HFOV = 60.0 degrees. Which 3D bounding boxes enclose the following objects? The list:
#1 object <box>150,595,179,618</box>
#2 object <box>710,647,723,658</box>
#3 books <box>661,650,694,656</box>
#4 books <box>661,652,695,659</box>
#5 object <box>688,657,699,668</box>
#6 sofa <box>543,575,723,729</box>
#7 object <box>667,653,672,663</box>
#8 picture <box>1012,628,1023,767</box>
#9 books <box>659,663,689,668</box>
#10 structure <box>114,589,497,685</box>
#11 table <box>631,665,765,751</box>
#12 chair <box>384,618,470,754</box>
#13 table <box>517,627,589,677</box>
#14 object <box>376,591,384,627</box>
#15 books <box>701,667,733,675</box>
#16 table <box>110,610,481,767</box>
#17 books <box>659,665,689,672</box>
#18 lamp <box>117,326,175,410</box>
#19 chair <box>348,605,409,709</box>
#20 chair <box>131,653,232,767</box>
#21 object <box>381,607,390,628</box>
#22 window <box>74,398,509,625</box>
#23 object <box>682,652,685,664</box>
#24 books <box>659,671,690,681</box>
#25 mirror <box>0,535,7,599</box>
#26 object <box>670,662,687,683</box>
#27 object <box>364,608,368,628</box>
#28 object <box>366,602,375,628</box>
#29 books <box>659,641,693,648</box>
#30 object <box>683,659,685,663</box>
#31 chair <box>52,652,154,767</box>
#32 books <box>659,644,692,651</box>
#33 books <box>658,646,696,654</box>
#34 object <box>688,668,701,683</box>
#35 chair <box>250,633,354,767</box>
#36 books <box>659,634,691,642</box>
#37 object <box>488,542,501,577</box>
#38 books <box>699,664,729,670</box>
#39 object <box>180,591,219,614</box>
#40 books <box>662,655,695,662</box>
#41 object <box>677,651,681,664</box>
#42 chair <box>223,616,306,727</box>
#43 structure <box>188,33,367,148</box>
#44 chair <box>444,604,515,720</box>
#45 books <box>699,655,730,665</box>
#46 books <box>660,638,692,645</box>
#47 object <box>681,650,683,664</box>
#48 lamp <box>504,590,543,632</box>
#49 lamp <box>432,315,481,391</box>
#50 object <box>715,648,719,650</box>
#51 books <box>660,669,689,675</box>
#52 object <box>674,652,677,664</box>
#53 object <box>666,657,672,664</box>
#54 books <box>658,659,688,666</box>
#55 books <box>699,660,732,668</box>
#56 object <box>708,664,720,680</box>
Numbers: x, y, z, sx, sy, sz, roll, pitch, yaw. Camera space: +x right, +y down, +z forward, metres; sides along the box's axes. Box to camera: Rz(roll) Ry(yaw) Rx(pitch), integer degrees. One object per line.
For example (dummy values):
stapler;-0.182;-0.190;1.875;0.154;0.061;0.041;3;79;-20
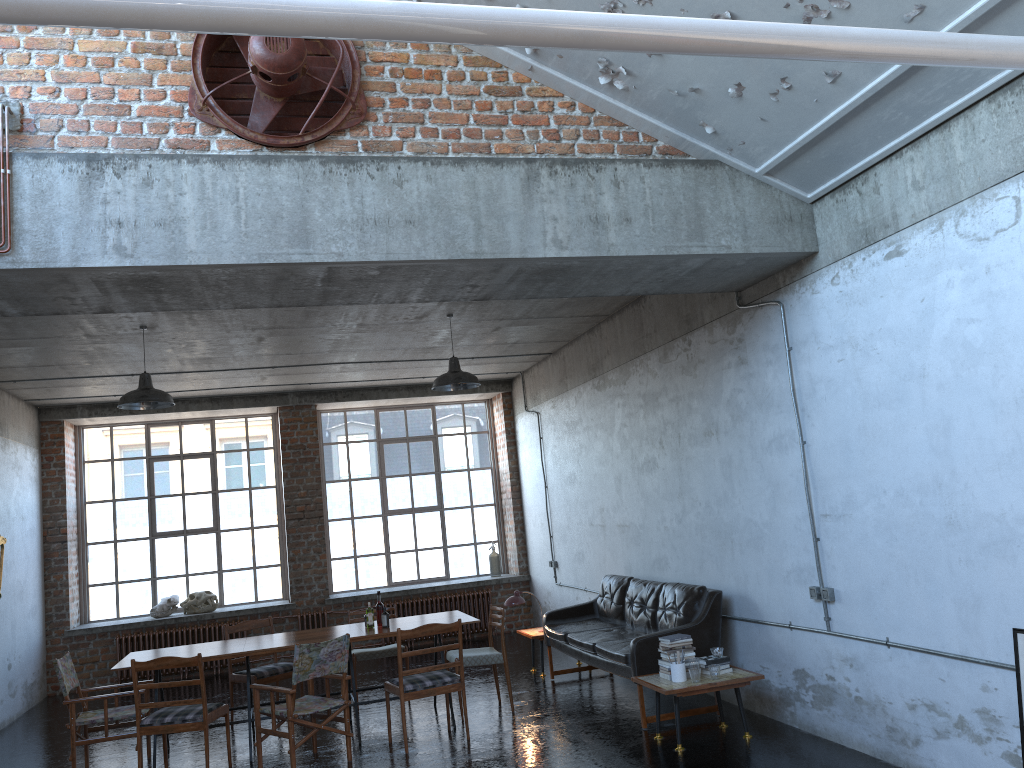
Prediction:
object;-4.958;3.181;12.668;0.281;0.281;0.575;-7;-8;11
object;1.607;2.106;6.945;0.103;0.068;0.103;2;-11;-42
books;1.296;2.097;6.945;0.205;0.022;0.155;-3;-8;-20
books;1.298;2.119;6.948;0.224;0.021;0.158;-3;-8;-15
object;1.390;2.168;6.753;0.087;0.155;0.087;2;-11;-42
sofa;1.082;2.451;8.568;0.929;1.045;2.610;-3;-8;-16
object;1.220;2.151;6.756;0.046;0.202;0.023;-9;-8;20
picture;2.771;1.718;4.207;0.135;0.994;0.889;-3;-8;-15
books;1.300;2.185;6.935;0.255;0.014;0.192;-4;-8;-12
structure;-2.820;3.609;12.719;5.349;0.713;0.232;-3;-8;-15
table;1.438;2.478;6.804;0.811;0.458;0.649;-3;-8;-15
chair;-0.742;2.544;7.545;0.573;1.028;0.509;-2;-9;-26
table;0.548;3.033;10.138;0.811;0.458;0.649;-3;-8;-15
object;-1.248;2.122;8.378;0.075;0.324;0.075;-7;-8;9
books;1.575;2.238;6.937;0.179;0.034;0.243;-1;-9;-32
table;-1.875;2.777;8.103;3.112;0.917;1.067;-3;-8;-15
books;1.296;2.202;6.915;0.249;0.023;0.175;-4;-8;-15
lamp;-3.448;-0.233;8.322;0.502;0.891;0.502;-4;-8;-11
chair;-1.435;2.896;9.449;0.589;0.971;0.577;-3;-8;-16
chair;-2.649;2.676;7.136;0.573;1.028;0.509;-6;-8;4
object;-1.180;2.172;8.255;0.051;0.180;0.097;2;-11;-43
window;0.908;3.275;14.991;19.864;12.900;0.747;-3;-8;-15
object;1.299;2.132;6.756;0.062;0.169;0.009;-3;-8;-16
books;1.300;2.257;6.908;0.248;0.043;0.192;-3;-8;-15
mirror;-5.563;1.998;9.400;0.172;1.182;1.339;-3;-8;-15
object;1.264;2.188;6.733;0.110;0.137;0.110;-3;-8;-15
object;-1.362;2.217;8.411;0.077;0.173;0.077;-1;-9;-30
object;-1.331;2.163;8.307;0.070;0.235;0.041;-3;-8;-16
books;1.288;2.036;6.964;0.209;0.023;0.167;-3;-9;-21
object;1.289;2.163;6.732;0.068;0.159;0.009;-5;-8;-2
chair;-3.491;2.814;7.625;0.713;1.031;0.574;-3;-8;-15
books;1.279;2.057;6.947;0.231;0.023;0.162;-6;-8;0
books;1.289;2.077;6.947;0.244;0.019;0.174;-3;-8;-15
object;1.372;2.182;6.637;0.092;0.099;0.092;0;-10;-38
chair;-1.675;2.568;7.152;0.574;1.031;0.713;2;-11;-45
books;1.278;1.994;6.967;0.201;0.024;0.159;-2;-9;-25
object;-0.279;2.770;14.028;0.172;0.551;0.172;-10;-9;28
books;1.563;2.211;6.944;0.166;0.024;0.227;0;-10;-36
object;-4.511;3.134;12.729;0.418;0.305;0.625;1;-11;-41
books;1.302;2.138;6.940;0.221;0.023;0.147;-3;-8;-16
object;1.279;2.148;6.780;0.023;0.204;0.037;-9;-9;23
chair;-2.506;2.921;8.989;0.509;1.028;0.573;-12;-10;38
structure;-1.466;-1.969;5.535;1.058;1.096;0.808;-3;-8;-15
chair;-0.317;2.654;8.510;0.577;0.971;0.589;-3;-8;-16
books;1.563;2.160;6.948;0.225;0.029;0.179;-2;-9;-23
books;1.288;2.013;6.957;0.205;0.020;0.155;-3;-8;-15
object;1.295;2.126;6.769;0.052;0.185;0.009;-4;-8;-14
lamp;0.159;2.588;10.091;0.496;0.492;0.220;-2;-9;-23
lamp;-0.612;-0.404;9.108;0.502;0.891;0.502;-4;-8;-11
object;1.606;2.101;6.947;0.081;0.060;0.065;0;-10;-33
books;1.299;2.224;6.912;0.249;0.023;0.175;-3;-8;-20
object;1.256;2.142;6.782;0.009;0.167;0.061;-5;-8;-3
object;1.238;2.156;6.745;0.137;0.190;0.009;-4;-8;-12
books;1.297;2.164;6.938;0.245;0.028;0.193;-3;-8;-20
books;1.572;2.187;6.952;0.243;0.024;0.175;-3;-8;-19
object;1.529;2.173;6.680;0.092;0.099;0.092;0;-10;-38
